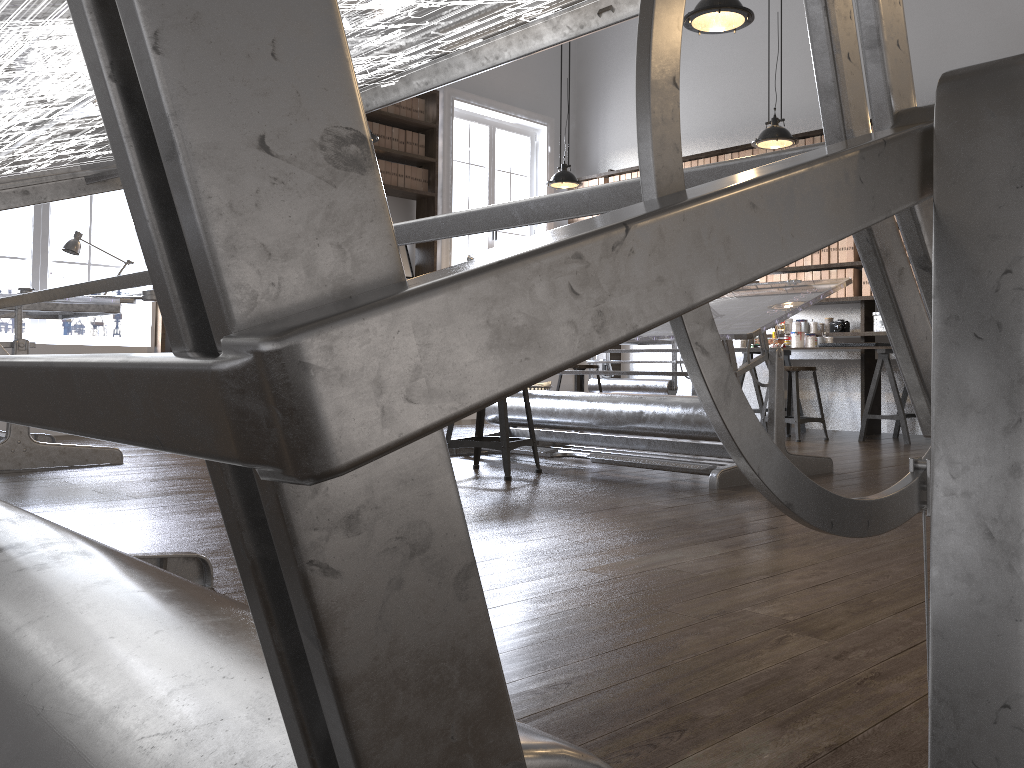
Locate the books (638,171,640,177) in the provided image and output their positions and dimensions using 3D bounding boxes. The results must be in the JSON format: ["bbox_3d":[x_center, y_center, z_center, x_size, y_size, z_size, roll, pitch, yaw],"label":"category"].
[{"bbox_3d":[1.290,-1.925,8.526,0.174,0.226,0.066,2,-2,-43],"label":"books"}]

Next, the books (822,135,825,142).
[{"bbox_3d":[2.579,-1.888,7.162,0.174,0.226,0.066,2,-2,-43],"label":"books"}]

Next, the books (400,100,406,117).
[{"bbox_3d":[-1.025,-2.467,7.921,0.067,0.226,0.174,2,-2,-43],"label":"books"}]

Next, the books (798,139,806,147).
[{"bbox_3d":[2.431,-1.892,7.311,0.174,0.226,0.066,2,-2,-43],"label":"books"}]

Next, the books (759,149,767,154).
[{"bbox_3d":[2.189,-1.899,7.571,0.174,0.226,0.066,2,-2,-43],"label":"books"}]

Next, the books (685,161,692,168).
[{"bbox_3d":[1.664,-1.914,8.121,0.174,0.226,0.066,2,-2,-43],"label":"books"}]

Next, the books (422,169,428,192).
[{"bbox_3d":[-0.844,-1.836,8.083,0.066,0.226,0.174,2,-2,-43],"label":"books"}]

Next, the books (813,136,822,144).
[{"bbox_3d":[2.527,-1.890,7.216,0.174,0.226,0.066,2,-2,-43],"label":"books"}]

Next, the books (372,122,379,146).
[{"bbox_3d":[-1.236,-2.147,7.713,0.067,0.226,0.174,2,-2,-43],"label":"books"}]

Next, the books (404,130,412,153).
[{"bbox_3d":[-0.978,-2.148,7.958,0.067,0.226,0.174,2,-2,-43],"label":"books"}]

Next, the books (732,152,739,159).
[{"bbox_3d":[2.007,-1.905,7.768,0.174,0.226,0.066,2,-2,-43],"label":"books"}]

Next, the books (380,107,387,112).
[{"bbox_3d":[-1.172,-2.466,7.783,0.067,0.226,0.174,2,-2,-43],"label":"books"}]

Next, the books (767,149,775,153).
[{"bbox_3d":[2.238,-1.898,7.517,0.174,0.226,0.067,2,-2,-43],"label":"books"}]

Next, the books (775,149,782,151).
[{"bbox_3d":[2.289,-1.896,7.469,0.174,0.226,0.066,2,-2,-43],"label":"books"}]

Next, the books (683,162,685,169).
[{"bbox_3d":[1.617,-1.916,8.176,0.174,0.226,0.066,2,-2,-43],"label":"books"}]

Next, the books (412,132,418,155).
[{"bbox_3d":[-0.928,-2.148,8.013,0.066,0.226,0.174,2,-2,-43],"label":"books"}]

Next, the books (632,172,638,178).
[{"bbox_3d":[1.241,-1.927,8.577,0.174,0.226,0.066,2,-2,-43],"label":"books"}]

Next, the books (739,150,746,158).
[{"bbox_3d":[2.056,-1.903,7.716,0.174,0.226,0.066,2,-2,-43],"label":"books"}]

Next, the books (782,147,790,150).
[{"bbox_3d":[2.338,-1.895,7.420,0.174,0.226,0.066,2,-2,-43],"label":"books"}]

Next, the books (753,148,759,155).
[{"bbox_3d":[2.147,-1.901,7.618,0.174,0.226,0.066,2,-2,-43],"label":"books"}]

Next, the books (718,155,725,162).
[{"bbox_3d":[1.910,-1.907,7.871,0.174,0.226,0.066,2,-2,-43],"label":"books"}]

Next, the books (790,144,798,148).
[{"bbox_3d":[2.383,-1.894,7.366,0.174,0.226,0.066,2,-2,-43],"label":"books"}]

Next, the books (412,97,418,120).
[{"bbox_3d":[-0.928,-2.467,8.020,0.066,0.226,0.174,2,-2,-43],"label":"books"}]

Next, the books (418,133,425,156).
[{"bbox_3d":[-0.872,-2.148,8.063,0.066,0.226,0.174,2,-2,-43],"label":"books"}]

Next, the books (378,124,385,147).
[{"bbox_3d":[-1.191,-2.147,7.764,0.066,0.226,0.174,2,-2,-43],"label":"books"}]

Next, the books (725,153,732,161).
[{"bbox_3d":[1.956,-1.906,7.816,0.174,0.226,0.066,2,-2,-43],"label":"books"}]

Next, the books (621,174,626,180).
[{"bbox_3d":[1.144,-1.929,8.681,0.174,0.226,0.066,2,-2,-43],"label":"books"}]

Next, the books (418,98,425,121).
[{"bbox_3d":[-0.874,-2.467,8.066,0.066,0.226,0.174,2,-2,-43],"label":"books"}]

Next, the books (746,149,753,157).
[{"bbox_3d":[2.098,-1.902,7.663,0.174,0.226,0.067,2,-2,-43],"label":"books"}]

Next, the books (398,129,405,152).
[{"bbox_3d":[-1.037,-2.148,7.910,0.066,0.226,0.174,2,-2,-43],"label":"books"}]

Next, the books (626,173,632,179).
[{"bbox_3d":[1.189,-1.928,8.626,0.174,0.226,0.066,2,-2,-43],"label":"books"}]

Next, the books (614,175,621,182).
[{"bbox_3d":[1.088,-1.931,8.731,0.174,0.226,0.067,2,-2,-43],"label":"books"}]

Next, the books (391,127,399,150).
[{"bbox_3d":[-1.085,-2.148,7.858,0.066,0.226,0.174,2,-2,-43],"label":"books"}]

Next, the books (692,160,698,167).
[{"bbox_3d":[1.714,-1.913,8.068,0.174,0.226,0.067,2,-2,-43],"label":"books"}]

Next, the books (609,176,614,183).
[{"bbox_3d":[1.041,-1.932,8.789,0.174,0.226,0.066,2,-2,-43],"label":"books"}]

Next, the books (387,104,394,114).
[{"bbox_3d":[-1.121,-2.467,7.834,0.066,0.226,0.174,2,-2,-43],"label":"books"}]

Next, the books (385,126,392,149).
[{"bbox_3d":[-1.139,-2.148,7.813,0.066,0.226,0.174,2,-2,-43],"label":"books"}]

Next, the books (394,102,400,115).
[{"bbox_3d":[-1.076,-2.467,7.878,0.066,0.226,0.174,2,-2,-43],"label":"books"}]

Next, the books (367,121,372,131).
[{"bbox_3d":[-1.287,-2.147,7.671,0.066,0.226,0.174,2,-2,-43],"label":"books"}]

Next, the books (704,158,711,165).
[{"bbox_3d":[1.808,-1.910,7.980,0.174,0.226,0.066,2,-2,-43],"label":"books"}]

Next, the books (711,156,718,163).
[{"bbox_3d":[1.854,-1.909,7.922,0.174,0.226,0.067,2,-2,-43],"label":"books"}]

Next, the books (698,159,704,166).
[{"bbox_3d":[1.761,-1.912,8.025,0.174,0.226,0.066,2,-2,-43],"label":"books"}]

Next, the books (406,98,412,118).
[{"bbox_3d":[-0.980,-2.467,7.971,0.066,0.226,0.174,2,-2,-43],"label":"books"}]

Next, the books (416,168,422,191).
[{"bbox_3d":[-0.894,-1.836,8.034,0.066,0.226,0.174,2,-2,-43],"label":"books"}]

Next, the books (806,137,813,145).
[{"bbox_3d":[2.480,-1.891,7.259,0.174,0.226,0.067,2,-2,-43],"label":"books"}]
